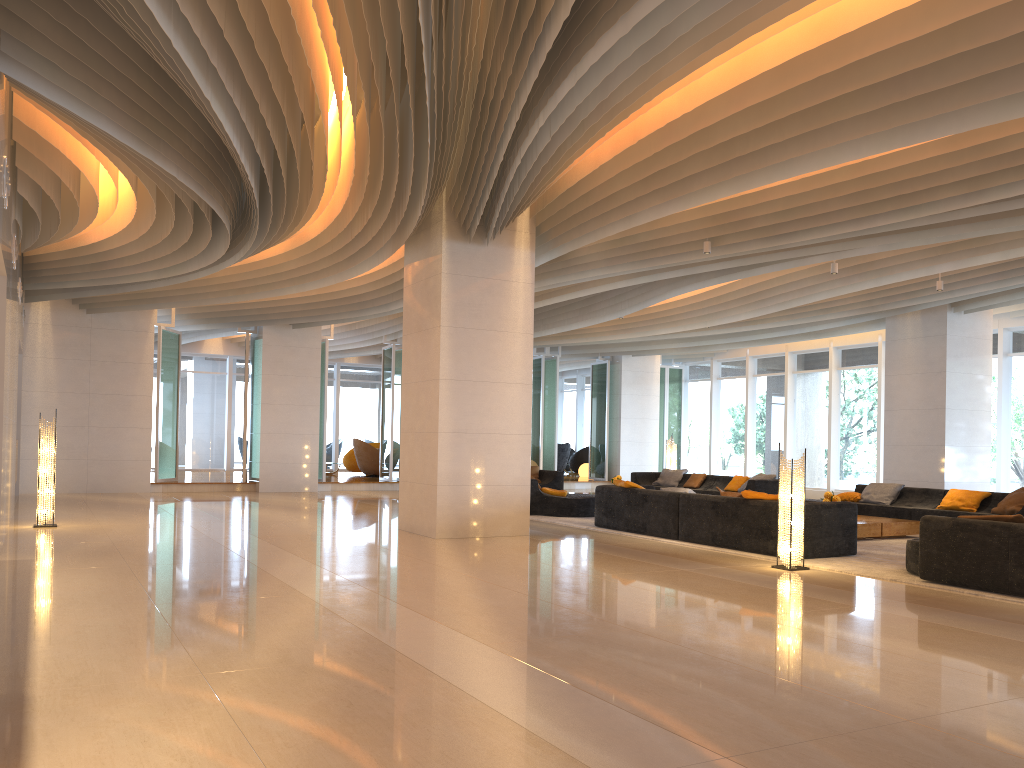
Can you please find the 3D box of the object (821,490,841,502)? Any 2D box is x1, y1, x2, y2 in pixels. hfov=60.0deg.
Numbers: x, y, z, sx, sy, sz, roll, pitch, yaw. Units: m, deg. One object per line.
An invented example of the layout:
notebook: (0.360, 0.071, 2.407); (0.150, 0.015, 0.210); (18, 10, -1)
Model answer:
object: (4.211, 1.592, 11.728); (0.237, 0.376, 0.265); (1, -2, -6)

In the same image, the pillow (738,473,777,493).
pillow: (4.512, 1.835, 16.368); (0.549, 0.377, 0.637); (2, -3, -6)

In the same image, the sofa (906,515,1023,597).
sofa: (4.359, 1.428, 7.522); (1.376, 0.576, 2.222); (3, -4, -28)

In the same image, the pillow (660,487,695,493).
pillow: (2.159, 1.492, 11.129); (0.427, 0.376, 0.579); (2, -3, -26)

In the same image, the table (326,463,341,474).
table: (-5.184, 2.303, 24.095); (1.094, 0.318, 0.809); (3, -4, -22)

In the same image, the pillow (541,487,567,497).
pillow: (0.686, 1.736, 14.273); (0.409, 0.135, 0.418); (1, -4, 5)

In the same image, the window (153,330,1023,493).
window: (6.992, 0.511, 16.041); (53.695, 3.216, 22.502); (-1, -4, 26)

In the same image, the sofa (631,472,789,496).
sofa: (3.789, 2.084, 17.422); (0.956, 0.581, 3.725); (3, -4, -28)

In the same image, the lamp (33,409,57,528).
lamp: (-5.720, 1.027, 10.904); (0.254, 1.449, 0.246); (2, -1, -29)

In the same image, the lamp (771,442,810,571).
lamp: (2.659, 1.157, 8.438); (0.254, 1.197, 0.246); (2, -1, -29)

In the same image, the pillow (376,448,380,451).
pillow: (-3.448, 1.787, 22.825); (0.610, 0.454, 0.481); (-1, -3, 43)

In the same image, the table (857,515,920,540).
table: (4.296, 1.903, 11.887); (1.625, 0.220, 1.579); (3, -4, -29)

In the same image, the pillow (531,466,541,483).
pillow: (0.287, 1.901, 18.603); (0.641, 0.377, 0.546); (2, -3, -7)

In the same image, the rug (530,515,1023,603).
rug: (4.144, 2.032, 12.168); (5.598, 0.022, 15.996); (3, -4, -28)

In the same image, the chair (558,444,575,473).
chair: (1.573, 2.476, 29.699); (1.533, 1.004, 1.127); (2, -3, -16)

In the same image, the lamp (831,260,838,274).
lamp: (4.335, -2.230, 11.896); (0.087, 1.504, 0.090); (1, -1, 34)

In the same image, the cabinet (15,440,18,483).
cabinet: (-8.027, 1.195, 13.789); (0.568, 0.661, 1.489); (2, -3, -28)

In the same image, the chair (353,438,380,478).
chair: (-3.571, 1.926, 23.125); (1.150, 1.004, 1.502); (2, -3, -21)

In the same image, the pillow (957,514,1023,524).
pillow: (4.074, 1.251, 7.346); (0.403, 0.391, 0.597); (2, -3, -26)

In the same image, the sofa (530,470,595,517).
sofa: (0.580, 1.906, 16.278); (2.869, 0.652, 5.018); (3, -4, -28)

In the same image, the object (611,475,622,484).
object: (1.964, 1.874, 16.573); (0.236, 0.376, 0.266); (1, -2, 4)

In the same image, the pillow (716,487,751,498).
pillow: (2.642, 1.402, 10.225); (0.450, 0.409, 0.593); (2, -3, -26)

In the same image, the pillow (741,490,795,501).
pillow: (2.877, 1.346, 9.630); (0.628, 0.377, 0.557); (-1, -4, 39)

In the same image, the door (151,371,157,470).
door: (-10.357, 0.994, 24.591); (1.481, 2.768, 0.059); (2, -1, -29)

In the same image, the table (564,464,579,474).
table: (2.105, 2.771, 28.819); (1.094, 0.318, 0.809); (3, -4, -22)

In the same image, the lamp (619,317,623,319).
lamp: (2.035, -1.969, 16.446); (0.088, 1.504, 0.090); (1, -1, 16)

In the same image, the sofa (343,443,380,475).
sofa: (-3.579, 2.128, 25.336); (2.608, 0.900, 1.092); (4, -4, -39)

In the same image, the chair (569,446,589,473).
chair: (2.511, 2.374, 27.915); (1.540, 1.004, 1.121); (3, -3, -26)

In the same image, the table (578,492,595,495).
table: (1.902, 2.158, 16.372); (1.625, 0.220, 1.579); (3, -4, -29)

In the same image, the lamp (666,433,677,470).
lamp: (3.547, 1.814, 19.735); (0.254, 1.449, 0.246); (2, -1, -29)

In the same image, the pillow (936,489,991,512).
pillow: (6.406, 1.700, 12.637); (0.457, 0.393, 0.628); (3, -3, -29)

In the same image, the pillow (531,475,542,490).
pillow: (0.334, 1.636, 14.428); (0.333, 0.311, 0.418); (2, -3, -27)

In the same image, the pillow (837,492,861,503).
pillow: (5.409, 1.827, 14.271); (0.442, 0.192, 0.595); (0, -4, 26)

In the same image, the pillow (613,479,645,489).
pillow: (1.678, 1.474, 11.876); (0.549, 0.377, 0.637); (2, -3, -6)

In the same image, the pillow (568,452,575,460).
pillow: (1.905, 2.400, 29.849); (0.504, 0.408, 0.464); (1, -2, -1)

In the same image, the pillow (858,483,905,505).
pillow: (5.746, 1.752, 13.871); (0.469, 0.416, 0.656); (2, -3, -28)

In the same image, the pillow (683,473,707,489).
pillow: (3.690, 1.949, 17.873); (0.327, 0.312, 0.402); (3, -3, -31)

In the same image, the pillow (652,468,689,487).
pillow: (3.314, 1.963, 18.614); (0.628, 0.377, 0.557); (-1, -4, 39)

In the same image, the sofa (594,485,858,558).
sofa: (2.393, 1.608, 10.818); (0.956, 0.581, 3.725); (3, -4, -28)

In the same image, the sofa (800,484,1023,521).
sofa: (5.922, 1.832, 13.060); (1.373, 0.582, 4.084); (3, -4, -29)

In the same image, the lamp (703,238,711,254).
lamp: (2.392, -2.344, 10.806); (0.090, 1.504, 0.087); (2, -1, -38)

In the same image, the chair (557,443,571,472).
chair: (1.163, 2.268, 26.747); (1.118, 1.004, 1.545); (0, -3, 34)

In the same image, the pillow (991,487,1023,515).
pillow: (6.876, 1.584, 11.937); (0.549, 0.377, 0.637); (2, -3, -6)

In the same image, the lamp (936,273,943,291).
lamp: (6.269, -2.118, 12.971); (0.090, 1.504, 0.087); (2, -1, -38)

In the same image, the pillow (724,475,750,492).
pillow: (4.259, 1.888, 16.806); (0.326, 0.312, 0.402); (2, -3, -26)
